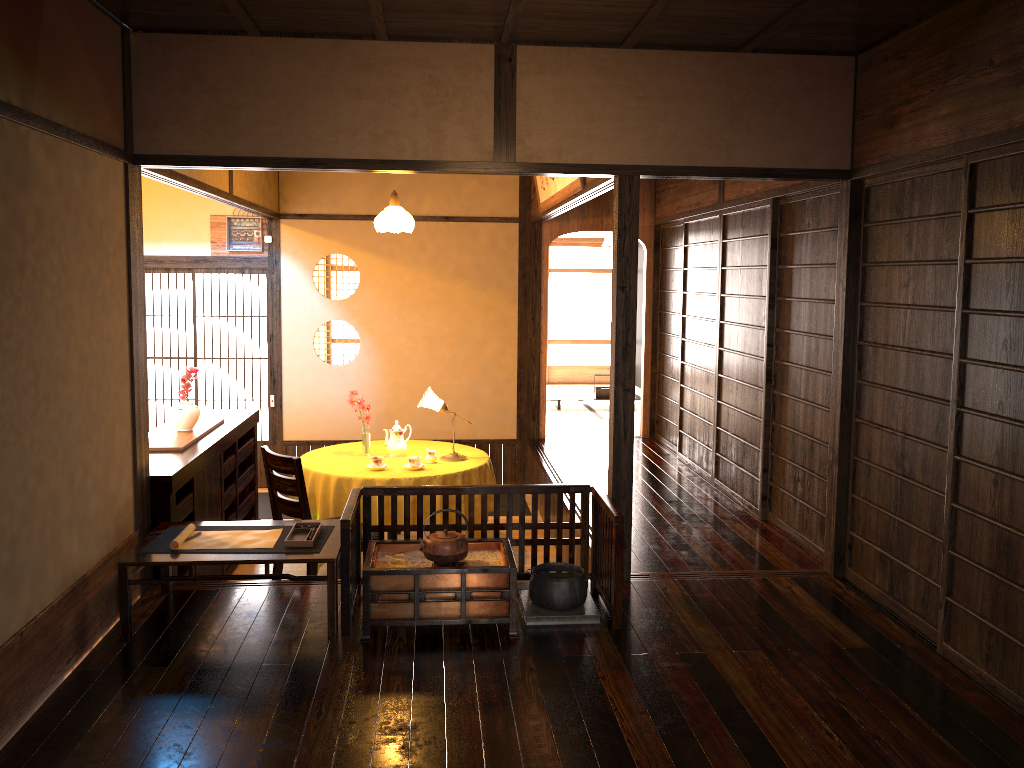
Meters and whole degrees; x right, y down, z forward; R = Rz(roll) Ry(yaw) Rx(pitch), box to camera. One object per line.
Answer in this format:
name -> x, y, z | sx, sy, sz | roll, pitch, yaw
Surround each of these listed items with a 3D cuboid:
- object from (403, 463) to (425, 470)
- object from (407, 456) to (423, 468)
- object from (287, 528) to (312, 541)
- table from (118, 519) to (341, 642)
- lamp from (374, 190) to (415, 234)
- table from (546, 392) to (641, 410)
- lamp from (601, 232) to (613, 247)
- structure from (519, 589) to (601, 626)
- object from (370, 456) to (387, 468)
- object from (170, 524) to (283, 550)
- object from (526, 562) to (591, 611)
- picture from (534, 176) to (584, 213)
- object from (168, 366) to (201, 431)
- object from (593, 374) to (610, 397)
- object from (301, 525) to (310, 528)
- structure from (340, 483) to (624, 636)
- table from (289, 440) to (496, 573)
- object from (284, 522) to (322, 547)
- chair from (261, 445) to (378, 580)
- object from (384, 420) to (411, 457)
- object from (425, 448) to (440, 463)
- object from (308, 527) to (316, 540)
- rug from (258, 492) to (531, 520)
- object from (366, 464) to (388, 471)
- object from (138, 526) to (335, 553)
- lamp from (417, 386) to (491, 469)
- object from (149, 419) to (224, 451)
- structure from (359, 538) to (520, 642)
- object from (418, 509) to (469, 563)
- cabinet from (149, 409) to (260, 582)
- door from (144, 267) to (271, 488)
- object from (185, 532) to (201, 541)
object -> -0.638, 0.542, 5.785 | 0.144, 0.024, 0.144 | 7, 10, 44
object -> -0.635, 0.511, 5.778 | 0.090, 0.075, 0.099 | -2, 7, -20
object -> -0.940, 0.676, 3.924 | 0.082, 0.019, 0.201 | 0, 7, -4
table -> -1.195, 0.856, 3.957 | 0.880, 0.336, 0.602 | 0, 7, -5
lamp -> -0.797, -1.430, 6.004 | 0.249, 0.808, 0.277 | 2, 6, 17
table -> 0.913, 0.198, 10.490 | 1.200, 0.118, 0.602 | 0, 7, -5
lamp -> 1.146, -2.003, 10.317 | 0.196, 0.796, 0.226 | 1, 5, 3
structure -> 0.211, 1.011, 4.029 | 0.330, 0.040, 0.331 | 0, 7, -5
object -> -0.874, 0.511, 5.759 | 0.099, 0.075, 0.090 | 3, 7, 19
object -> -1.253, 0.669, 3.921 | 0.430, 0.038, 0.276 | 0, 7, -5
object -> 0.209, 0.918, 4.022 | 0.267, 0.147, 0.267 | -5, 8, -38
picture -> 0.279, -1.549, 6.190 | 0.117, 0.563, 2.050 | 0, 7, -5
object -> -2.007, 0.087, 5.505 | 0.189, 0.377, 0.322 | 1, 6, 4
object -> 1.103, 0.011, 10.491 | 0.260, 0.258, 0.150 | 0, 6, -5
object -> -0.943, 0.660, 4.051 | 0.040, 0.021, 0.040 | -5, 9, -42
structure -> -0.146, 0.774, 4.049 | 1.197, 0.498, 0.599 | 0, 6, -5
table -> -0.817, 0.852, 6.195 | 1.444, 0.693, 1.447 | 0, 7, -5
object -> -0.930, 0.672, 3.965 | 0.121, 0.028, 0.296 | 0, 7, -4
chair -> -1.122, 0.840, 5.184 | 0.578, 0.957, 0.492 | -4, 7, -40
object -> -0.801, 0.376, 6.201 | 0.163, 0.252, 0.154 | 1, 6, 8
object -> -0.542, 0.482, 5.988 | 0.083, 0.097, 0.078 | -4, 7, -36
object -> -0.897, 0.673, 3.981 | 0.012, 0.012, 0.181 | 0, 7, -5
rug -> -1.346, 1.026, 7.585 | 2.954, 0.005, 0.904 | 0, 7, -5
object -> -0.879, 0.543, 5.764 | 0.144, 0.024, 0.144 | 7, 10, 44
object -> -1.203, 0.688, 3.940 | 0.760, 0.003, 0.406 | 0, 7, -2
lamp -> -0.399, 0.609, 6.126 | 0.512, 1.200, 0.198 | 0, 5, -5
object -> -2.003, 0.300, 5.393 | 0.267, 0.020, 1.000 | 0, 7, -5
structure -> -0.317, 0.890, 3.898 | 0.666, 0.299, 0.454 | 0, 6, -5
object -> -0.289, 0.654, 3.879 | 0.198, 0.215, 0.198 | 5, 7, 33
cabinet -> -1.996, 0.796, 5.409 | 0.489, 0.968, 2.192 | 0, 7, -5
door -> -3.515, -0.045, 7.963 | 2.648, 1.995, 0.066 | 0, 5, -5
object -> -1.418, 0.678, 3.942 | 0.012, 0.010, 0.141 | 2, 7, 10
